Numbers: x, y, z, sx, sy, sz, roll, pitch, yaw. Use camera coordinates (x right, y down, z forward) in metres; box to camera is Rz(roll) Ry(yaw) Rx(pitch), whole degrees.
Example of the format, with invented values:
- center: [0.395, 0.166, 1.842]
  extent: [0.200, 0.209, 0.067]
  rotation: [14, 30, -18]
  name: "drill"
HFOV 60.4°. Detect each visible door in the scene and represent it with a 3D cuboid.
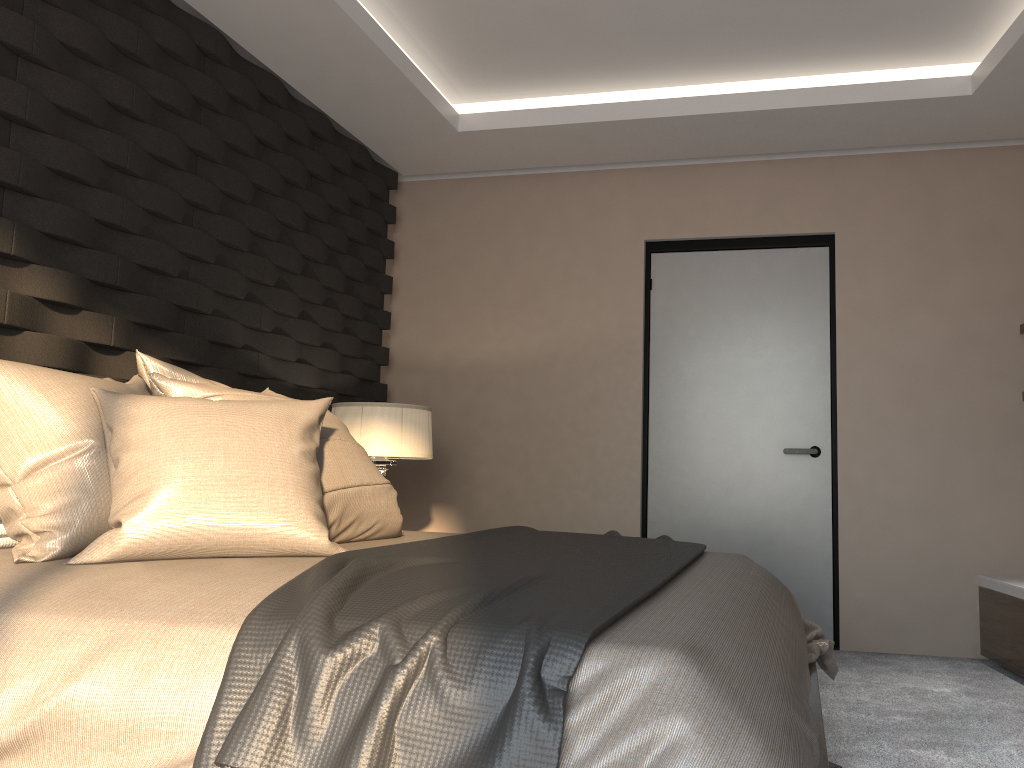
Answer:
- center: [1.180, 0.266, 4.589]
  extent: [0.976, 2.096, 0.157]
  rotation: [0, -7, 13]
  name: "door"

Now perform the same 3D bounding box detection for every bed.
- center: [-0.313, 0.718, 2.224]
  extent: [2.238, 0.625, 2.345]
  rotation: [0, -6, 15]
  name: "bed"

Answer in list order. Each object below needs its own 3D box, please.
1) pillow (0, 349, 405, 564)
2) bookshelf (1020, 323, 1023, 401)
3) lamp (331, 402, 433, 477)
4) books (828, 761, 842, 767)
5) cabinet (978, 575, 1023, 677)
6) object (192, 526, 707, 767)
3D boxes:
- center: [-0.682, 0.162, 2.333]
  extent: [0.875, 0.519, 1.291]
  rotation: [-1, -7, 18]
  name: "pillow"
- center: [2.222, 0.063, 1.964]
  extent: [0.228, 1.205, 4.563]
  rotation: [1, -6, 9]
  name: "bookshelf"
- center: [-0.588, 0.414, 3.885]
  extent: [0.485, 0.632, 0.446]
  rotation: [4, -7, -23]
  name: "lamp"
- center: [0.699, 0.955, 2.219]
  extent: [0.154, 0.023, 0.211]
  rotation: [4, -7, -27]
  name: "books"
- center: [2.090, 0.845, 1.895]
  extent: [0.446, 0.370, 4.603]
  rotation: [0, -6, 9]
  name: "cabinet"
- center: [0.126, 0.540, 2.152]
  extent: [0.603, 0.323, 2.100]
  rotation: [-1, -6, 17]
  name: "object"
